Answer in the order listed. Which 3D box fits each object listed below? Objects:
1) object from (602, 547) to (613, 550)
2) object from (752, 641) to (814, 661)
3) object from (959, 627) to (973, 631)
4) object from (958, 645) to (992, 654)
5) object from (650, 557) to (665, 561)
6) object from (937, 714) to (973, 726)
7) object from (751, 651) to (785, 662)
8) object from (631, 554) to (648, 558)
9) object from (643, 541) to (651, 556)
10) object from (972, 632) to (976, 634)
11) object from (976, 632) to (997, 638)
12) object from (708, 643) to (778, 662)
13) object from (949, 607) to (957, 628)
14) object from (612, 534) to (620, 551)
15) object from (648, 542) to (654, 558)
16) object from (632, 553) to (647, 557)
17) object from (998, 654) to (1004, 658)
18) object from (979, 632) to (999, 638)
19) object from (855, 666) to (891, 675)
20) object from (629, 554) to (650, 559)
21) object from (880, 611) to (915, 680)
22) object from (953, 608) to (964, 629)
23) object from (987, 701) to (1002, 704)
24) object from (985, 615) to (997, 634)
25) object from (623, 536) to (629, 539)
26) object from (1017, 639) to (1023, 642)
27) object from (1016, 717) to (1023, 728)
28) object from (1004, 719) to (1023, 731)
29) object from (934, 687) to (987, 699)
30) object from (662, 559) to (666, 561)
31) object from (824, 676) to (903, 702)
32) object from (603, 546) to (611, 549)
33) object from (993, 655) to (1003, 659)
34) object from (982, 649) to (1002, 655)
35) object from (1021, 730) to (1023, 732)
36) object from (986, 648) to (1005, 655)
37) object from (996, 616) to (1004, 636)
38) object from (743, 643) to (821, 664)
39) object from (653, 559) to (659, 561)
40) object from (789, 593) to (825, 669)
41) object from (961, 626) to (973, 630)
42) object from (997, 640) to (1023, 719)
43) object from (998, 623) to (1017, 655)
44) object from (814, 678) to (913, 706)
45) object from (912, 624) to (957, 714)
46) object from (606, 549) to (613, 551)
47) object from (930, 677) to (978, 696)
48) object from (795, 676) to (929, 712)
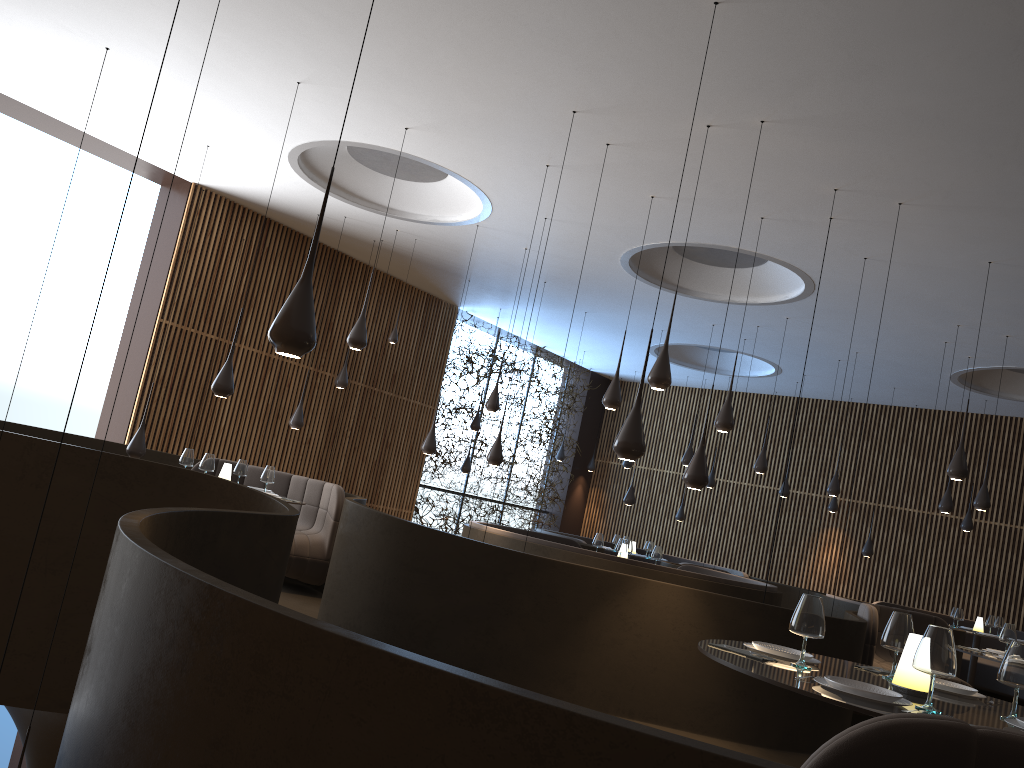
[{"bbox_3d":[1.672,2.979,16.103,0.331,0.014,0.333,6,-9,35],"label":"object"},{"bbox_3d":[1.186,1.177,3.894,0.263,0.029,0.264,11,-8,8],"label":"object"},{"bbox_3d":[6.926,3.716,13.408,0.332,0.014,0.332,14,-8,-13],"label":"object"},{"bbox_3d":[4.123,2.369,7.897,0.127,0.017,0.262,14,-8,-17],"label":"object"},{"bbox_3d":[2.689,3.208,16.210,0.331,0.014,0.333,9,-8,23],"label":"object"},{"bbox_3d":[1.415,1.106,2.899,0.263,0.017,0.126,18,-10,-38],"label":"object"},{"bbox_3d":[1.186,1.189,3.896,0.204,0.012,0.412,5,-10,42],"label":"object"},{"bbox_3d":[2.241,3.033,15.628,0.331,0.014,0.333,8,-8,24],"label":"object"},{"bbox_3d":[2.414,2.955,15.818,0.141,0.294,0.142,8,-8,31],"label":"object"},{"bbox_3d":[6.670,3.525,12.406,0.410,0.012,0.205,10,-8,17],"label":"object"},{"bbox_3d":[6.674,3.524,12.406,0.332,0.014,0.332,15,-8,-20],"label":"object"},{"bbox_3d":[0.961,1.120,3.698,0.261,0.017,0.127,4,-11,46],"label":"object"},{"bbox_3d":[6.660,3.510,13.337,0.142,0.294,0.142,14,-7,-21],"label":"object"},{"bbox_3d":[1.872,2.861,15.962,0.141,0.294,0.142,8,-8,32],"label":"object"},{"bbox_3d":[2.555,3.065,16.392,0.142,0.294,0.142,13,-7,-8],"label":"object"},{"bbox_3d":[2.243,3.024,15.629,0.263,0.029,0.264,5,-11,43],"label":"object"},{"bbox_3d":[4.142,2.271,7.284,0.263,0.029,0.264,5,-10,42],"label":"object"},{"bbox_3d":[6.676,3.515,12.407,0.262,0.029,0.264,8,-9,28],"label":"object"},{"bbox_3d":[1.719,1.343,4.153,0.263,0.017,0.126,19,-10,-42],"label":"object"},{"bbox_3d":[2.236,3.033,15.627,0.411,0.012,0.205,13,-8,-6],"label":"object"},{"bbox_3d":[1.711,1.163,3.935,0.141,0.294,0.142,7,-8,35],"label":"object"},{"bbox_3d":[6.490,3.411,12.887,0.141,0.294,0.142,9,-7,26],"label":"object"},{"bbox_3d":[1.914,1.346,3.916,0.410,0.012,0.205,5,-11,43],"label":"object"},{"bbox_3d":[6.867,3.467,12.714,0.142,0.294,0.142,15,-7,-24],"label":"object"},{"bbox_3d":[2.107,2.988,16.525,0.141,0.294,0.142,7,-8,38],"label":"object"},{"bbox_3d":[7.308,3.698,12.761,0.263,0.029,0.264,5,-10,42],"label":"object"},{"bbox_3d":[1.912,1.222,3.104,0.264,0.029,0.263,16,-9,-28],"label":"object"},{"bbox_3d":[1.910,1.231,3.103,0.332,0.014,0.332,14,-8,-12],"label":"object"},{"bbox_3d":[1.911,1.344,3.919,0.331,0.014,0.333,6,-10,38],"label":"object"},{"bbox_3d":[2.691,3.199,16.211,0.262,0.029,0.264,8,-9,26],"label":"object"},{"bbox_3d":[1.244,1.086,3.147,0.262,0.029,0.264,8,-9,29],"label":"object"},{"bbox_3d":[1.674,2.970,16.104,0.263,0.029,0.263,14,-8,-16],"label":"object"},{"bbox_3d":[4.140,2.280,7.283,0.331,0.014,0.333,6,-10,39],"label":"object"},{"bbox_3d":[4.410,2.433,7.972,0.332,0.014,0.332,14,-8,-17],"label":"object"},{"bbox_3d":[1.908,1.231,3.099,0.204,0.012,0.412,6,-10,38],"label":"object"},{"bbox_3d":[4.412,2.423,7.973,0.263,0.029,0.263,14,-8,-14],"label":"object"},{"bbox_3d":[7.208,3.596,13.124,0.142,0.294,0.142,14,-7,-15],"label":"object"},{"bbox_3d":[1.184,1.187,3.893,0.333,0.014,0.331,19,-11,-43],"label":"object"},{"bbox_3d":[2.535,3.101,15.617,0.126,0.017,0.262,12,-8,-1],"label":"object"},{"bbox_3d":[1.222,1.024,3.676,0.141,0.294,0.142,9,-7,23],"label":"object"},{"bbox_3d":[6.928,3.707,13.410,0.263,0.029,0.263,14,-8,-16],"label":"object"},{"bbox_3d":[1.912,1.125,3.349,0.142,0.294,0.142,11,-7,7],"label":"object"},{"bbox_3d":[4.347,2.252,7.776,0.141,0.294,0.142,7,-8,37],"label":"object"},{"bbox_3d":[1.242,1.096,3.146,0.333,0.014,0.331,19,-10,-41],"label":"object"},{"bbox_3d":[1.498,1.009,3.144,0.142,0.294,0.142,15,-7,-28],"label":"object"},{"bbox_3d":[1.660,2.942,15.802,0.262,0.017,0.127,12,-8,0],"label":"object"},{"bbox_3d":[1.913,1.335,3.920,0.262,0.029,0.264,8,-9,29],"label":"object"},{"bbox_3d":[1.238,1.097,3.149,0.205,0.012,0.410,19,-10,-42],"label":"object"}]
